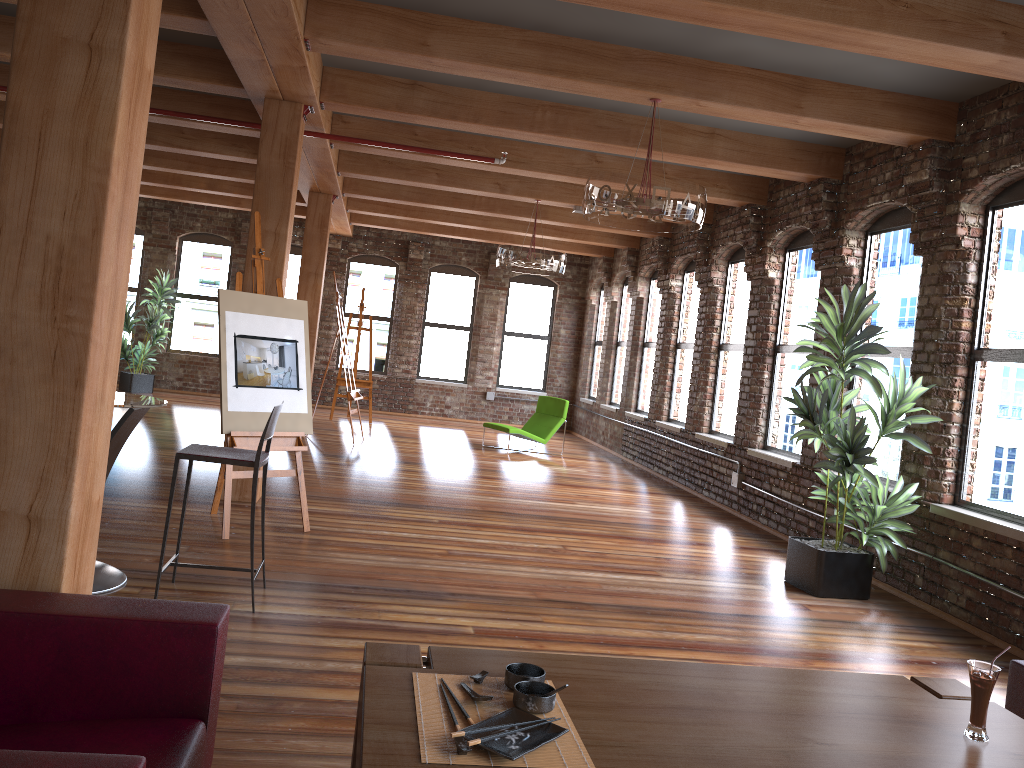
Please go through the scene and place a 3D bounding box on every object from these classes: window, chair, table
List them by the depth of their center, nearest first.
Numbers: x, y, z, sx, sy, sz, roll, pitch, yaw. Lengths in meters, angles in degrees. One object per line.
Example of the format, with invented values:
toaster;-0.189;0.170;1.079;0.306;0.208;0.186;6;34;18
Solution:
chair;-1.145;0.878;1.834;0.865;0.593;1.072;6;1;-9
table;0.500;1.082;2.065;1.749;0.550;0.901;6;1;-9
chair;2.017;1.222;2.291;0.865;0.593;1.072;6;1;-9
table;-2.137;0.517;4.365;0.722;0.925;0.720;7;0;16
chair;-1.426;0.562;4.382;0.466;0.982;0.430;7;0;-9
window;3.080;-0.214;5.429;0.235;2.216;0.969;7;0;-9
window;2.860;-0.292;6.880;0.235;2.216;0.969;7;0;-9
window;2.639;-0.369;8.331;0.232;2.216;0.969;7;0;-9
window;2.422;-0.446;9.782;0.236;2.216;0.969;7;0;-9
window;2.199;-0.524;11.233;0.230;2.216;0.969;7;0;-9
chair;0.181;0.550;12.410;0.954;0.796;0.682;6;1;-34
window;1.981;-0.601;12.680;0.233;2.216;0.969;7;0;-9
window;1.761;-0.678;14.132;0.231;2.216;0.969;7;0;-9
window;-6.978;-1.748;15.500;0.967;2.170;0.086;7;-1;-9
window;1.538;-0.757;15.609;0.232;2.216;0.969;7;0;-9
window;-5.512;-1.589;15.723;0.967;2.170;0.086;7;-1;-9
window;-4.062;-1.399;15.876;0.967;2.228;0.221;7;-1;-9
window;-2.622;-1.243;16.095;0.967;2.228;0.221;7;-1;-9
window;-1.176;-1.090;16.316;0.967;2.219;0.219;7;-1;-9
window;0.284;-0.932;16.538;0.967;2.219;0.219;7;-1;-9

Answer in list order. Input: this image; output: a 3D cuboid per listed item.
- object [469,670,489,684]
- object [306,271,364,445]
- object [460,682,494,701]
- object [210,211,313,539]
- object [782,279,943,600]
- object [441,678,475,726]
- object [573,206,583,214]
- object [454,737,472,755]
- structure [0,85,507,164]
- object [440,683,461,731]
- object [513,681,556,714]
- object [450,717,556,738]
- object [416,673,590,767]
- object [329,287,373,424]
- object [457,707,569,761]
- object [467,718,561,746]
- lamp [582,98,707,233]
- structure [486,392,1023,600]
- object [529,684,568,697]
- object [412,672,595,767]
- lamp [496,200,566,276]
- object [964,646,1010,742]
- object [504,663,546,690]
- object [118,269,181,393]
object;-0.081;0.721;2.172;0.018;0.021;0.059;7;2;33
object;-2.167;-0.355;11.325;0.685;2.141;0.661;7;0;1
object;-0.086;0.719;2.079;0.045;0.030;0.153;6;2;-24
object;-1.707;-0.112;6.015;0.686;2.141;0.700;6;0;41
object;2.301;0.365;6.063;0.967;2.104;1.079;7;0;4
object;-0.128;0.728;2.040;0.007;0.008;0.271;6;2;-20
object;0.787;-2.021;10.242;0.145;0.072;0.147;6;2;-9
object;-0.100;0.733;1.782;0.018;0.021;0.059;6;2;-22
structure;-3.390;-2.363;7.361;6.802;0.112;0.051;6;0;-9
object;-0.141;0.728;2.001;0.007;0.008;0.271;6;2;-13
object;0.052;0.729;2.058;0.099;0.043;0.098;7;2;29
object;-0.014;0.729;1.888;0.269;0.008;0.007;5;1;-35
object;-0.039;0.745;1.986;0.332;0.003;0.471;6;2;-9
object;-2.477;-0.493;14.164;0.661;2.141;0.685;7;0;-14
object;0.002;0.743;1.875;0.154;0.018;0.212;8;3;36
object;0.010;0.732;1.872;0.269;0.008;0.007;5;2;-43
lamp;0.900;-1.468;5.826;0.811;0.815;0.807;7;1;34
structure;2.103;0.821;9.942;1.631;0.313;13.730;6;2;-16
object;0.076;0.706;2.036;0.045;0.080;0.138;6;1;-43
object;-0.038;0.745;1.986;0.352;0.001;0.470;6;2;-9
lamp;0.249;-1.697;10.125;0.811;0.815;0.807;7;1;27
object;1.169;0.760;2.186;0.095;0.232;0.075;6;0;24
object;0.031;0.723;2.174;0.099;0.043;0.098;7;2;17
object;-6.206;-0.921;14.822;1.077;2.104;0.968;7;0;-31
